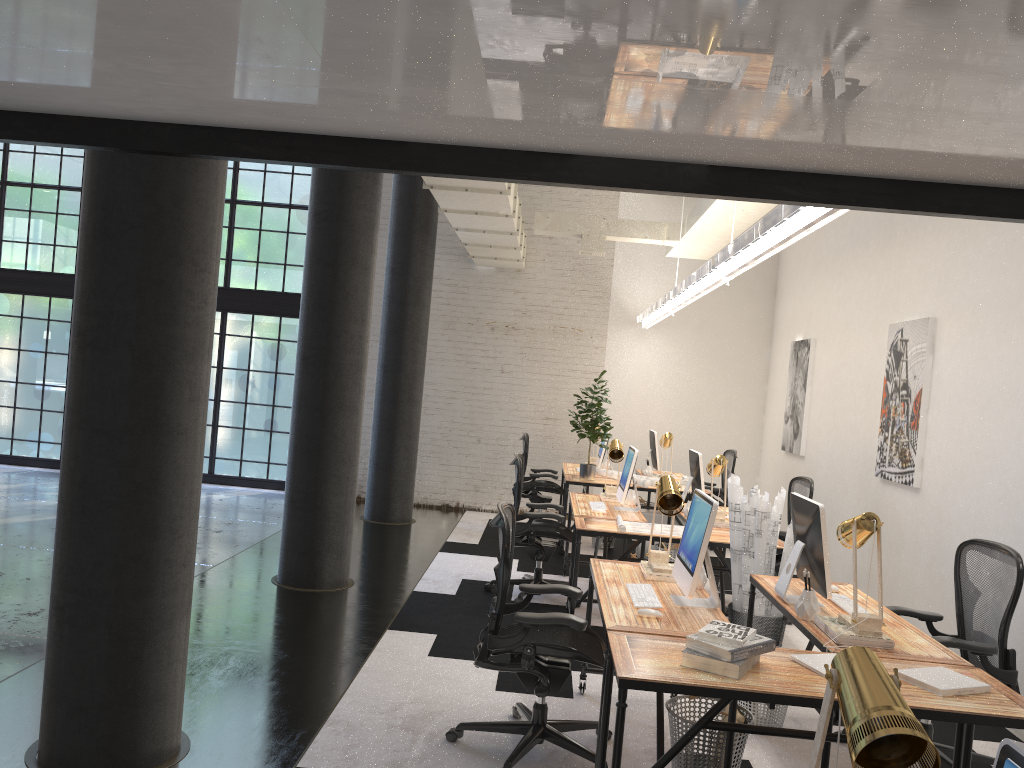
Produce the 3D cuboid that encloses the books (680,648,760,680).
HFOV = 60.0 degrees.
[{"bbox_3d":[0.722,0.938,3.055,0.200,0.050,0.271,5,0,30],"label":"books"}]

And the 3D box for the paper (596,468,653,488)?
[{"bbox_3d":[1.062,0.915,8.792,0.083,0.082,1.133,5,0,-23],"label":"paper"}]

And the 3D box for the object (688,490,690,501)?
[{"bbox_3d":[1.343,0.905,6.695,0.054,0.207,0.008,5,1,-10],"label":"object"}]

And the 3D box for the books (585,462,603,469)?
[{"bbox_3d":[0.940,0.924,10.039,0.225,0.038,0.308,5,0,3],"label":"books"}]

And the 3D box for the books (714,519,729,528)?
[{"bbox_3d":[1.457,1.000,6.484,0.225,0.038,0.308,5,0,3],"label":"books"}]

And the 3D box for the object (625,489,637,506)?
[{"bbox_3d":[0.962,0.912,7.136,0.101,0.127,0.101,4,1,-43],"label":"object"}]

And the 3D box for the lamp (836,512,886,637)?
[{"bbox_3d":[1.429,0.752,3.633,0.127,0.470,0.344,5,1,3],"label":"lamp"}]

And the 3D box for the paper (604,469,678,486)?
[{"bbox_3d":[1.229,0.930,8.784,0.083,0.082,1.133,5,0,-33],"label":"paper"}]

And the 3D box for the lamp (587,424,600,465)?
[{"bbox_3d":[0.932,0.671,9.986,0.126,0.470,0.344,5,1,2],"label":"lamp"}]

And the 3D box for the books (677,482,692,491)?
[{"bbox_3d":[1.712,0.991,8.560,0.200,0.050,0.271,5,0,0],"label":"books"}]

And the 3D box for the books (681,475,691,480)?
[{"bbox_3d":[1.727,0.914,8.574,0.153,0.030,0.185,5,0,0],"label":"books"}]

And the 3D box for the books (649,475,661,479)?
[{"bbox_3d":[1.549,0.980,9.165,0.225,0.038,0.308,5,0,3],"label":"books"}]

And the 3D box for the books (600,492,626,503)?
[{"bbox_3d":[0.848,0.944,7.359,0.225,0.038,0.308,5,0,3],"label":"books"}]

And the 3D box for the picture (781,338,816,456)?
[{"bbox_3d":[2.994,0.133,9.290,0.049,1.183,0.731,5,1,2],"label":"picture"}]

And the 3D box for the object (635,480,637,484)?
[{"bbox_3d":[0.977,0.871,7.145,0.054,0.207,0.008,5,1,-10],"label":"object"}]

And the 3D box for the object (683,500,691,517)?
[{"bbox_3d":[1.350,0.947,6.705,0.101,0.127,0.101,4,1,-43],"label":"object"}]

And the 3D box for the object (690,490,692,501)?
[{"bbox_3d":[1.354,0.905,6.690,0.054,0.207,0.008,4,1,-32],"label":"object"}]

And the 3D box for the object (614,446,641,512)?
[{"bbox_3d":[0.903,0.727,6.798,0.189,0.485,0.483,5,1,2],"label":"object"}]

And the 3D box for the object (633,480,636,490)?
[{"bbox_3d":[0.972,0.870,7.121,0.008,0.207,0.054,5,1,-15],"label":"object"}]

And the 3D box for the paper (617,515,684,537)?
[{"bbox_3d":[0.998,0.957,5.985,0.626,0.061,0.567,5,0,0],"label":"paper"}]

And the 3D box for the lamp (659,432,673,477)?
[{"bbox_3d":[1.601,0.732,9.209,0.126,0.470,0.344,5,1,3],"label":"lamp"}]

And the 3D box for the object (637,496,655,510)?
[{"bbox_3d":[1.440,1.498,10.060,0.353,0.435,0.358,5,1,-1],"label":"object"}]

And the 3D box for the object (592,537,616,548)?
[{"bbox_3d":[0.956,1.457,9.162,0.353,0.435,0.358,5,1,-1],"label":"object"}]

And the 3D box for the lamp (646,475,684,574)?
[{"bbox_3d":[0.761,0.691,4.409,0.126,0.470,0.344,5,1,3],"label":"lamp"}]

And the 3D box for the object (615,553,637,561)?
[{"bbox_3d":[0.864,1.477,6.482,0.353,0.435,0.358,5,1,-1],"label":"object"}]

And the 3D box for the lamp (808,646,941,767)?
[{"bbox_3d":[0.573,0.682,1.476,0.126,0.470,0.344,5,1,3],"label":"lamp"}]

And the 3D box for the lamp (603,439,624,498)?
[{"bbox_3d":[0.841,0.691,7.305,0.127,0.470,0.344,5,1,3],"label":"lamp"}]

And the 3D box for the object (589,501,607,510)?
[{"bbox_3d":[0.663,0.940,6.837,0.118,0.018,0.439,5,0,2],"label":"object"}]

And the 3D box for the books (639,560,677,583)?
[{"bbox_3d":[0.769,0.944,4.463,0.225,0.038,0.308,5,0,3],"label":"books"}]

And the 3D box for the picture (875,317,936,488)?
[{"bbox_3d":[2.876,0.129,6.508,0.049,1.183,0.731,5,1,2],"label":"picture"}]

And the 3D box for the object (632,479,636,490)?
[{"bbox_3d":[0.965,0.870,7.149,0.054,0.207,0.008,4,1,-32],"label":"object"}]

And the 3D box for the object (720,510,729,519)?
[{"bbox_3d":[1.640,1.026,7.007,0.118,0.018,0.439,5,0,2],"label":"object"}]

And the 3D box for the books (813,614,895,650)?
[{"bbox_3d":[1.377,1.000,3.588,0.225,0.038,0.308,5,0,3],"label":"books"}]

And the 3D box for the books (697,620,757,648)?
[{"bbox_3d":[0.743,0.862,3.064,0.152,0.030,0.185,5,0,30],"label":"books"}]

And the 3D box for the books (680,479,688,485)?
[{"bbox_3d":[1.739,0.946,8.573,0.193,0.044,0.257,5,0,20],"label":"books"}]

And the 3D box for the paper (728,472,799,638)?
[{"bbox_3d":[1.497,1.152,5.388,0.412,1.198,0.440,5,1,-20],"label":"paper"}]

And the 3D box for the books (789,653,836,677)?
[{"bbox_3d":[1.131,0.991,3.096,0.205,0.019,0.243,5,0,-20],"label":"books"}]

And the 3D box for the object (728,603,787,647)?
[{"bbox_3d":[1.473,1.564,5.375,0.353,0.398,0.353,4,1,-43],"label":"object"}]

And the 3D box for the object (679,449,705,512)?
[{"bbox_3d":[1.440,0.774,7.037,0.189,0.485,0.483,5,1,2],"label":"object"}]

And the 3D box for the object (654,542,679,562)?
[{"bbox_3d":[1.348,1.518,7.380,0.353,0.435,0.358,5,1,-1],"label":"object"}]

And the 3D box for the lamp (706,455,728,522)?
[{"bbox_3d":[1.508,0.752,6.529,0.127,0.470,0.344,5,1,3],"label":"lamp"}]

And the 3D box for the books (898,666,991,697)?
[{"bbox_3d":[1.473,1.018,3.040,0.235,0.024,0.200,5,0,-24],"label":"books"}]

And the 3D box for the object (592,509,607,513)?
[{"bbox_3d":[0.642,0.932,6.509,0.106,0.029,0.059,5,0,3],"label":"object"}]

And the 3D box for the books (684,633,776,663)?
[{"bbox_3d":[0.753,0.894,3.055,0.257,0.044,0.192,5,0,-40],"label":"books"}]

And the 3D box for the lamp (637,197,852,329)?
[{"bbox_3d":[1.536,-2.043,6.795,0.226,2.865,7.301,5,0,2],"label":"lamp"}]
